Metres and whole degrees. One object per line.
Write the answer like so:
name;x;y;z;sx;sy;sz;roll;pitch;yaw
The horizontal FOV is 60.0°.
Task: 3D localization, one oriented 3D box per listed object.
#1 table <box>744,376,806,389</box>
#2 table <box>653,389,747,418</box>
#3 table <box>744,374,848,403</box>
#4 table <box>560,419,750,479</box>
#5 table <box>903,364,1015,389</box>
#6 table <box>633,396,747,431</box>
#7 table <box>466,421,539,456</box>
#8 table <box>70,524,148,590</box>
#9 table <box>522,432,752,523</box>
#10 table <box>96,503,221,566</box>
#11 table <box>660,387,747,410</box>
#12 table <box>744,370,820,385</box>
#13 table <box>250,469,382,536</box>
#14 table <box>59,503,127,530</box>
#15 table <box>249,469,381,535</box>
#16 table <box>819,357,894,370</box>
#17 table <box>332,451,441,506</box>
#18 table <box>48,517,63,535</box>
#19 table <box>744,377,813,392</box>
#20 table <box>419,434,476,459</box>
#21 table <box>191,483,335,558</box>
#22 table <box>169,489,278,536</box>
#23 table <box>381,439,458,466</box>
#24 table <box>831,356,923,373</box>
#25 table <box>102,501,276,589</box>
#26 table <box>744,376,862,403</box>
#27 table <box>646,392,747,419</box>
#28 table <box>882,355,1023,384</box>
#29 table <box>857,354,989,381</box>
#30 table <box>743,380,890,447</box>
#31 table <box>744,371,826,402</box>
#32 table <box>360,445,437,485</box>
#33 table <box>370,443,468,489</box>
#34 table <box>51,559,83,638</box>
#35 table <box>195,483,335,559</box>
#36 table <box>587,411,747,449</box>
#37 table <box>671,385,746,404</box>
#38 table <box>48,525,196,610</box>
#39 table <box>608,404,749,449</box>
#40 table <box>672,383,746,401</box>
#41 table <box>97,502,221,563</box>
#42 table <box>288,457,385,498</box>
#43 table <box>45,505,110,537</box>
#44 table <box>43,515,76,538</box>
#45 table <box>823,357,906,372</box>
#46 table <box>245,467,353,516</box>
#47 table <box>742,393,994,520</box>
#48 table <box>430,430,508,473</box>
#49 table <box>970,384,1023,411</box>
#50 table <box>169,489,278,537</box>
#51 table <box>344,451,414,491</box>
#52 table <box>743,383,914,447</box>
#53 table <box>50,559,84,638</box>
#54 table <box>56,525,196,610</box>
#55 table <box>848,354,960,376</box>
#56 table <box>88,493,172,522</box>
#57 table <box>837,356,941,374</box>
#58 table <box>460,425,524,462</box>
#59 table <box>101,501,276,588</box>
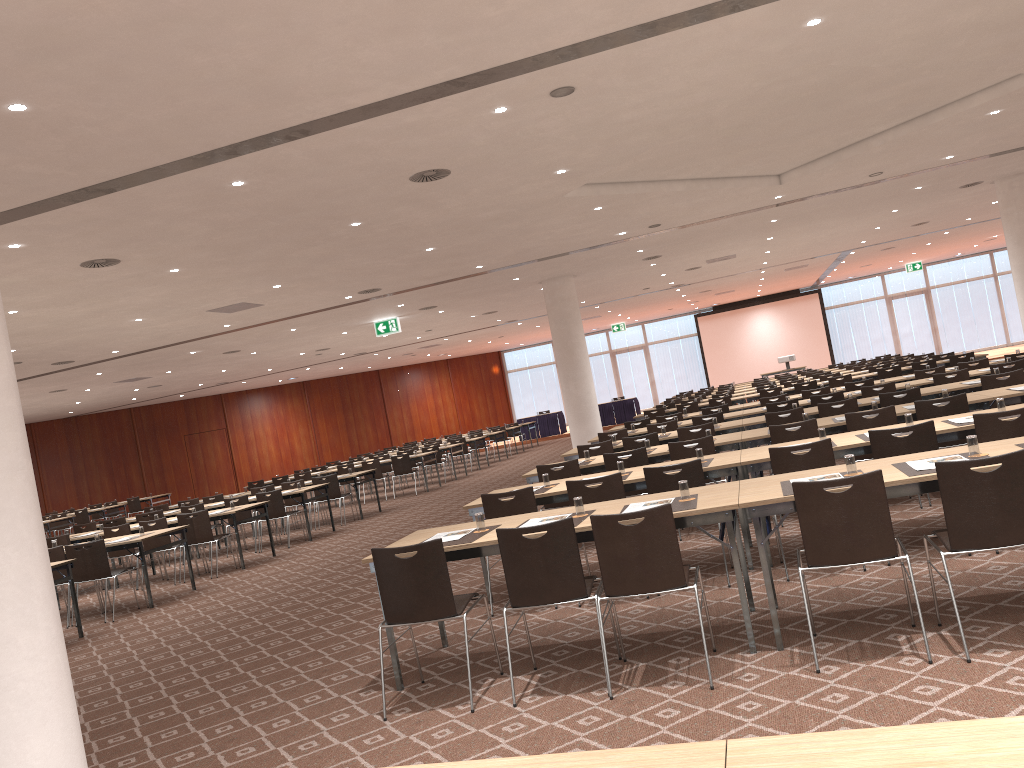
table;7.475;0.292;23.836;2.268;0.833;0.953;-11;-1;15
table;4.812;0.769;22.488;2.268;0.833;0.953;-11;-1;15
table;6.456;0.404;19.971;2.268;0.833;0.953;-11;-1;15
table;1.883;1.091;11.376;2.268;0.833;0.953;-11;-1;15
table;6.701;0.194;12.140;2.268;0.833;0.953;-11;-1;15
table;3.793;0.881;18.623;2.268;0.833;0.953;-11;-1;15
table;-0.301;1.897;30.086;2.268;0.833;0.953;-11;-1;15
table;-6.911;2.807;13.760;2.268;0.833;0.953;-11;-1;15
table;1.374;1.147;9.443;2.268;0.833;0.953;-11;-1;15
table;-6.402;2.751;15.692;2.268;0.833;0.953;-11;-1;15
table;5.321;0.713;24.420;2.268;0.833;0.953;-11;-1;15
table;8.494;0.180;27.702;2.268;0.833;0.953;-11;-1;15
table;-3.738;2.275;17.041;2.268;0.833;0.953;-11;-1;15
table;-12.030;4.013;24.983;2.268;0.833;0.953;-11;-1;15
table;-3.738;2.275;17.041;2.268;0.833;0.953;-11;-1;15
table;10.648;-0.240;27.118;2.268;0.833;0.953;-11;-1;15
table;-2.847;2.177;20.423;2.268;0.833;0.953;-11;-1;15
table;-14.184;4.433;25.567;2.268;0.833;0.953;-11;-1;15
table;6.966;0.348;21.904;2.268;0.833;0.953;-11;-1;15
table;-2.455;2.317;30.670;2.268;0.833;0.953;-11;-1;15
table;-4.248;2.331;15.108;2.268;0.833;0.953;-11;-1;15
table;-5.892;2.695;17.625;2.268;0.833;0.953;-11;-1;15
table;-2.964;2.373;28.737;2.268;0.833;0.953;-11;-1;15
table;9.629;-0.128;23.252;2.268;0.833;0.953;-11;-1;15
table;-4.757;2.387;13.176;2.268;0.833;0.953;-11;-1;15
table;5.947;0.460;18.039;2.268;0.833;0.953;-11;-1;15
table;4.302;0.825;20.555;2.268;0.833;0.953;-11;-1;15
table;7.210;0.138;14.073;2.268;0.833;0.953;-11;-1;15
table;8.101;0.040;17.455;2.268;0.833;0.953;-11;-1;15
table;5.056;0.558;14.657;2.268;0.833;0.953;-11;-1;15
table;7.984;0.236;25.769;2.268;0.833;0.953;-11;-1;15
table;-3.473;2.429;26.805;2.268;0.833;0.953;-11;-1;15
table;-2.338;2.121;22.355;2.268;0.833;0.953;-11;-1;15
table;-5.776;2.499;9.311;2.268;0.833;0.953;-11;-1;15
table;-4.248;2.331;15.108;2.268;0.833;0.953;-11;-1;15
table;2.392;1.035;13.308;2.268;0.833;0.953;-11;-1;15
table;5.830;0.657;26.353;2.268;0.833;0.953;-11;-1;15
table;-5.266;2.443;11.243;2.268;0.833;0.953;-11;-1;15
table;2.902;0.979;15.241;2.268;0.833;0.953;-11;-1;15
table;6.339;0.601;28.286;2.268;0.833;0.953;-11;-1;15
table;-6.402;2.751;15.692;2.268;0.833;0.953;-11;-1;15
table;-4.492;2.541;22.939;2.268;0.833;0.953;-11;-1;15
table;-13.675;4.377;27.500;2.268;0.833;0.953;-11;-1;15
table;-12.540;4.069;23.051;2.268;0.833;0.953;-11;-1;15
table;10.138;-0.184;25.185;2.268;0.833;0.953;-11;-1;15
table;-5.001;2.597;21.007;2.268;0.833;0.953;-11;-1;15
table;3.528;0.726;8.859;2.268;0.833;0.953;-11;-1;15
table;-1.319;2.009;26.221;2.268;0.833;0.953;-11;-1;15
table;5.682;0.306;8.275;2.268;0.833;0.953;-11;-1;15
table;-5.892;2.695;17.625;2.268;0.833;0.953;-11;-1;15
table;-3.983;2.485;24.872;2.268;0.833;0.953;-11;-1;15
table;4.546;0.614;12.724;2.268;0.833;0.953;-11;-1;15
table;-5.776;2.499;9.311;2.268;0.833;0.953;-11;-1;15
table;-5.266;2.443;11.243;2.268;0.833;0.953;-11;-1;15
table;8.610;-0.016;19.387;2.268;0.833;0.953;-11;-1;15
table;-11.521;3.957;26.916;2.268;0.833;0.953;-11;-1;15
table;9.120;-0.072;21.320;2.268;0.833;0.953;-11;-1;15
table;-0.810;1.953;28.153;2.268;0.833;0.953;-11;-1;15
table;-4.757;2.387;13.176;2.268;0.833;0.953;-11;-1;15
